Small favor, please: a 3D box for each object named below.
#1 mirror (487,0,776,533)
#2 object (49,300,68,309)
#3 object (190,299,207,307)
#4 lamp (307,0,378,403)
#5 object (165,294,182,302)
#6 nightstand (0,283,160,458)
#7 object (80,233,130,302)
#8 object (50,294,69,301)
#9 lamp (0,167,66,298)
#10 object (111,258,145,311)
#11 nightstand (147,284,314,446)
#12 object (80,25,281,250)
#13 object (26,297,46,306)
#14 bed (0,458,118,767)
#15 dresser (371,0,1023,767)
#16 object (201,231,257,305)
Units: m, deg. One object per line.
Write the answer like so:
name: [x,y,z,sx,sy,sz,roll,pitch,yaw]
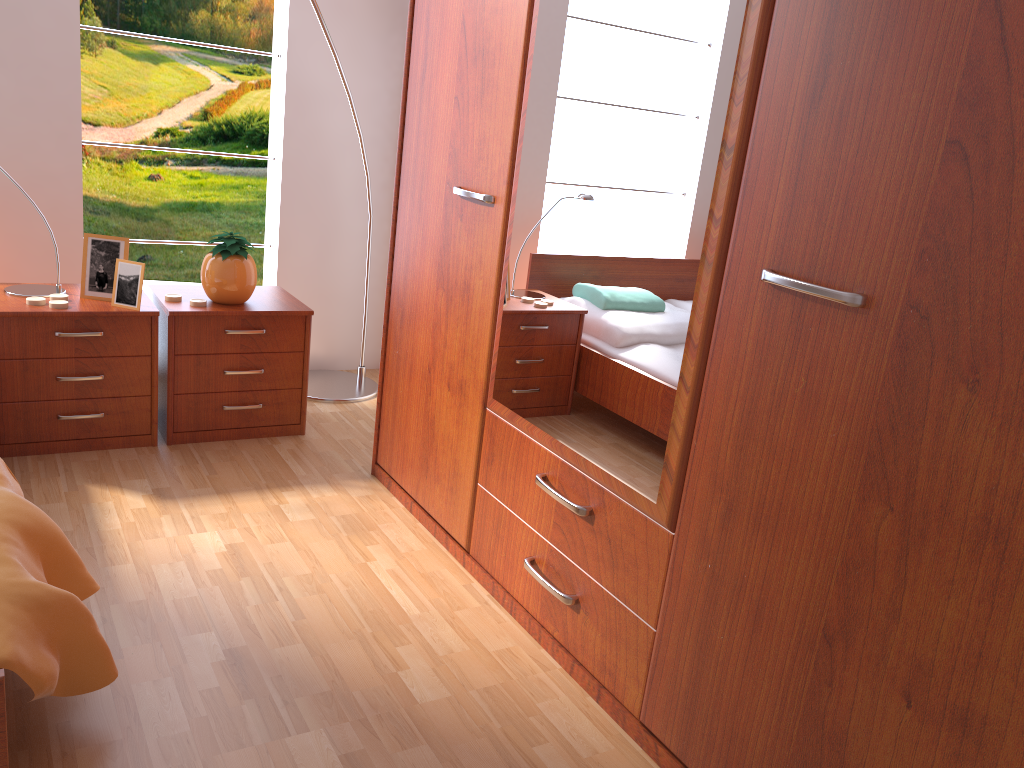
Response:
mirror: [0.208,-0.579,1.613,0.037,1.556,0.681,-3,19,-31]
object: [-1.280,-0.223,2.505,0.049,0.018,0.049,-9,23,-44]
object: [-0.964,-0.248,2.724,0.049,0.018,0.049,-9,23,-44]
lamp: [-0.732,-0.703,3.092,0.387,1.603,0.799,16,19,29]
object: [-1.049,-0.266,2.748,0.049,0.018,0.049,-9,23,-44]
nightstand: [-1.338,-0.048,2.693,0.439,0.442,0.377,-3,19,-31]
object: [-1.206,-0.343,2.627,0.131,0.191,0.037,6,16,-2]
object: [-1.316,-0.249,2.576,0.049,0.018,0.049,-9,23,-44]
lamp: [-1.456,-0.464,2.518,0.337,0.421,0.163,-8,22,-42]
object: [-1.114,-0.288,2.574,0.094,0.137,0.027,11,17,12]
nightstand: [-0.941,-0.069,2.933,0.439,0.442,0.377,-3,19,-31]
object: [-1.700,-1.349,2.744,2.205,1.815,0.033,-3,19,-31]
object: [-1.347,-0.233,2.509,0.049,0.018,0.049,-9,23,-44]
bed: [-1.723,0.131,1.655,1.632,0.560,1.990,-3,19,-31]
dresser: [0.382,-0.373,1.742,0.487,2.004,2.017,-3,19,-31]
object: [-0.889,-0.366,2.788,0.170,0.223,0.169,19,20,35]
